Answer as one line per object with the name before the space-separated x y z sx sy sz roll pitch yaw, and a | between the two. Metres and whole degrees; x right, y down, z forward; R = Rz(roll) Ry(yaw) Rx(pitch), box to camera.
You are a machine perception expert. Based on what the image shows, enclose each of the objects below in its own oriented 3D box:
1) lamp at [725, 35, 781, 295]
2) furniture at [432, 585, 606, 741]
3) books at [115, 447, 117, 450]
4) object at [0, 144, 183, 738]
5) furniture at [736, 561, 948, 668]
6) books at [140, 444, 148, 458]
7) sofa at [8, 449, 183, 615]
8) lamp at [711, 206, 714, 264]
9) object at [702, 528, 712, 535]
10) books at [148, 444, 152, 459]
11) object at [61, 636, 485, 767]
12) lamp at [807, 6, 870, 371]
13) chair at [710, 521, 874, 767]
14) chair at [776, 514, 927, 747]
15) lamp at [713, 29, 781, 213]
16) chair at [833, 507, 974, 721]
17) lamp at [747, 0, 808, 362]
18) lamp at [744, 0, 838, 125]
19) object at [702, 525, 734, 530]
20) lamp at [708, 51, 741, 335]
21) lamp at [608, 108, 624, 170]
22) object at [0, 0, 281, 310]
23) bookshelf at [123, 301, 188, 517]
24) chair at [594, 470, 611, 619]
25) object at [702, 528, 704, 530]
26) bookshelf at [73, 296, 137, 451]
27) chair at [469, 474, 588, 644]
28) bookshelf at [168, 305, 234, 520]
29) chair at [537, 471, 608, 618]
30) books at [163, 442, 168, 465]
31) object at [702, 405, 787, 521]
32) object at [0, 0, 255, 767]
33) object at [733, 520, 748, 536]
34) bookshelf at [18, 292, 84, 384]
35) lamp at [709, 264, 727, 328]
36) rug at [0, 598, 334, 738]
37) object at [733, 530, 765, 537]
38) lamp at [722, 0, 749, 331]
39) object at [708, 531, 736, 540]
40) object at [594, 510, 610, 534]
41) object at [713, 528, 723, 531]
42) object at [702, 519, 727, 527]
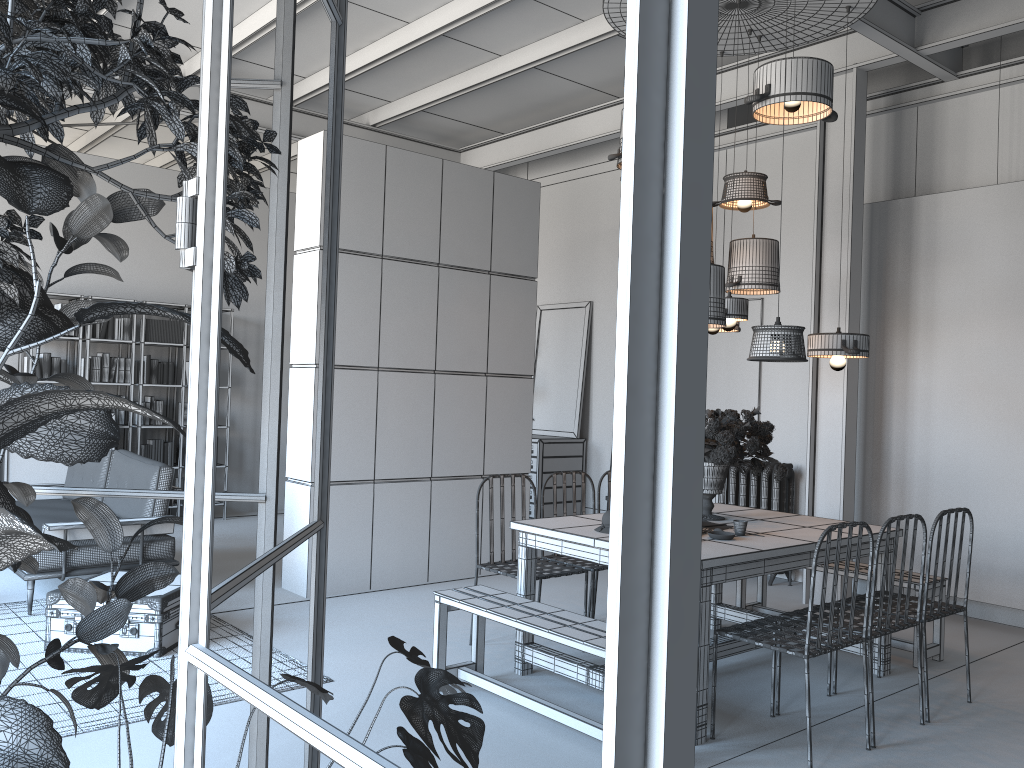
lamp | 1.472 -1.328 5.337 0.364 1.553 0.322 2 -1 5
furniture | 0.126 1.269 3.961 0.300 0.478 1.260 3 -1 -40
books | -4.044 0.717 8.929 0.036 0.244 0.302 3 -1 -40
object | -1.306 0.360 1.938 1.253 2.183 1.309 2 -1 -30
furniture | 2.000 1.351 5.523 0.300 0.478 1.260 3 -1 -40
books | -3.777 0.733 9.097 0.022 0.227 0.165 3 -1 -40
sofa | -3.176 0.940 6.310 0.952 0.948 2.347 3 -1 -40
lamp | 1.030 -1.396 5.333 0.470 1.447 0.415 2 -1 20
object | 0.870 0.743 4.479 0.213 0.012 0.335 2 -1 26
books | -3.743 0.735 9.127 0.022 0.227 0.165 3 -1 -40
object | -0.623 0.969 1.532 1.125 1.001 0.920 3 -1 -43
lamp | 1.829 -1.083 4.901 0.323 2.026 0.404 2 -1 -37
chair | 1.208 1.050 3.806 0.474 0.975 0.488 3 -1 -40
chair | 1.585 1.067 4.128 0.474 0.975 0.488 3 -1 -40
lamp | 1.396 -1.561 5.262 0.359 1.094 0.301 2 -1 -22
chair | 1.973 1.084 4.458 0.474 0.975 0.488 3 -1 -40
lamp | 1.351 -1.116 4.429 0.301 2.004 0.359 3 -1 -42
lamp | 1.482 -1.762 4.662 0.403 0.687 0.505 2 -1 28
object | 1.057 0.752 4.684 0.182 0.014 0.185 2 -1 34
lamp | 1.297 -1.208 5.602 0.323 1.798 0.404 2 -1 18
lamp | 0.794 -1.695 5.137 0.392 0.870 0.346 2 -1 20
object | -1.461 -0.642 1.313 2.486 4.154 2.243 2 -1 21
bookshelf | -3.726 0.302 9.234 0.455 2.276 0.455 3 -1 -40
chair | 0.869 1.060 5.750 0.474 0.975 0.488 3 -1 -40
object | 0.906 0.724 4.371 0.021 0.026 0.173 2 -1 34
bookshelf | -4.113 0.285 8.896 0.455 2.276 0.455 3 -1 -40
chair | 0.104 1.026 5.098 0.474 0.975 0.488 3 -1 -40
bookshelf | -3.347 0.319 9.549 0.455 2.276 0.455 3 -1 -40
chair | 0.491 1.043 5.428 0.474 0.975 0.488 3 -1 -40
books | -3.640 0.731 9.242 0.057 0.244 0.180 3 -1 -40
object | 1.096 0.434 5.051 0.697 0.654 0.782 2 -1 -38
object | -1.046 0.353 1.336 1.270 2.157 0.868 2 -1 -10
object | 1.139 0.720 4.426 0.071 0.076 0.071 2 -1 7
bookshelf | -4.498 0.269 8.592 0.455 2.276 0.455 3 -1 -40
lamp | 0.940 -1.210 4.421 0.352 1.845 0.312 2 -1 -15
rug | -2.445 1.430 4.735 1.961 0.007 2.524 3 -1 -40
object | 1.192 0.755 4.466 0.174 0.014 0.021 1 -1 45
lamp | 1.213 -1.202 4.847 0.202 1.831 0.253 2 -1 -2
object | 1.015 0.737 4.298 0.133 0.029 0.133 2 -1 7
object | 0.534 0.730 4.434 0.260 0.211 0.236 2 -1 -22
object | 1.048 0.737 4.449 0.054 0.037 0.121 2 -1 28
object | 1.028 0.750 4.765 0.179 0.016 0.182 2 -1 -36
